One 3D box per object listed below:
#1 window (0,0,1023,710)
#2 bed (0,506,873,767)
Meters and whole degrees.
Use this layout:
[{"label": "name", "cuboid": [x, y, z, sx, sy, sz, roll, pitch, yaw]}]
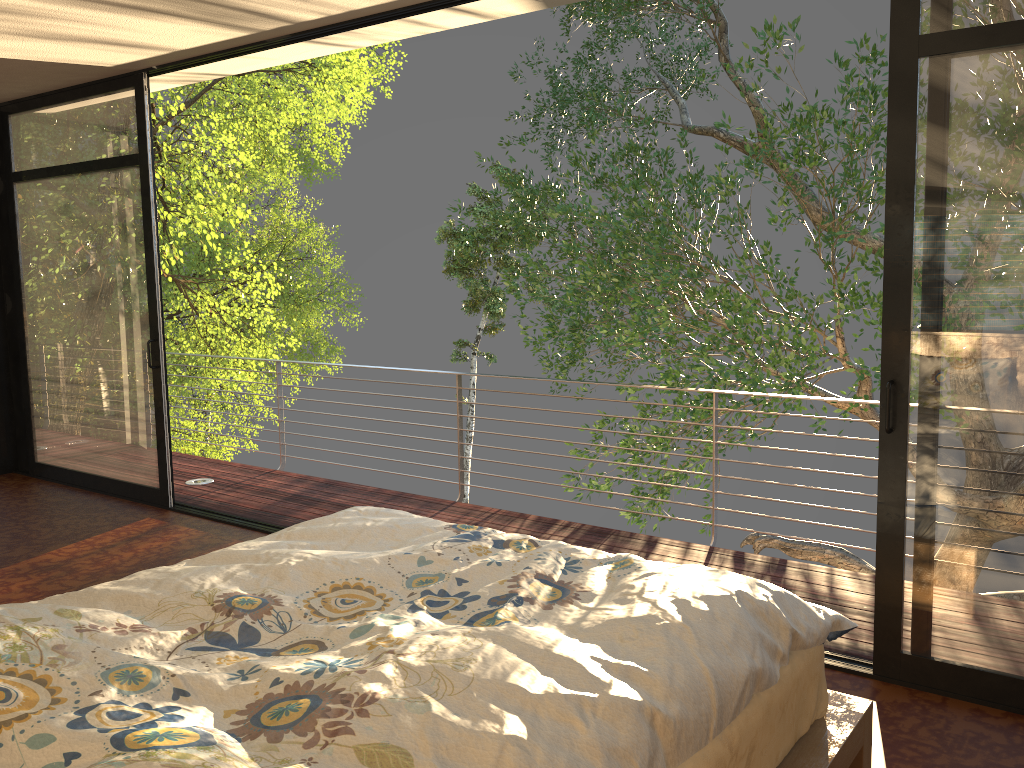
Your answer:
[{"label": "window", "cuboid": [-1.538, 0.029, 0.568, 9.992, 2.510, 7.070, 4, 8, 35]}, {"label": "bed", "cuboid": [-0.449, 0.766, 1.867, 1.771, 0.711, 2.226, 4, 8, 36]}]
